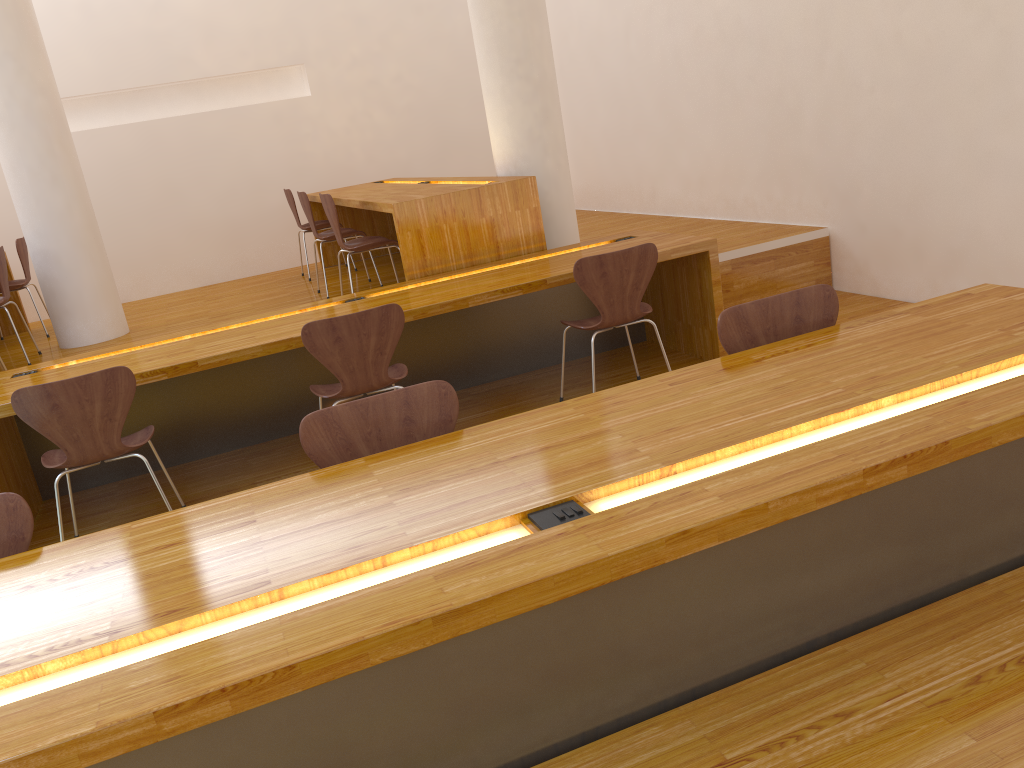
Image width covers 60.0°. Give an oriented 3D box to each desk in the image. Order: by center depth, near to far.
[{"bbox_3d":[0.160,0.680,1.603,3.236,0.918,1.285,-15,17,-17],"label":"desk"},{"bbox_3d":[-0.611,-0.069,4.035,3.185,0.606,0.760,-15,17,-17],"label":"desk"},{"bbox_3d":[-3.849,-0.251,4.904,1.527,0.785,3.243,-15,17,-17],"label":"desk"},{"bbox_3d":[-0.733,-1.015,5.953,0.760,0.606,3.185,-15,17,-17],"label":"desk"}]

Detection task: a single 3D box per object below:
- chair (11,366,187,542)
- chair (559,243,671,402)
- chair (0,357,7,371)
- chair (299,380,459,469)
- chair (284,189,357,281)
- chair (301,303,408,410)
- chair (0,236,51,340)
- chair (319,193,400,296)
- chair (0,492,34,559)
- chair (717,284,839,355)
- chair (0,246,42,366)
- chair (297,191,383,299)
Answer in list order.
[{"bbox_3d":[-1.493,0.268,3.243,0.428,0.693,0.381,-15,17,-17],"label":"chair"},{"bbox_3d":[0.423,-0.258,3.893,0.428,0.693,0.381,-15,17,-17],"label":"chair"},{"bbox_3d":[-2.764,-0.221,4.326,0.381,0.693,0.428,-15,17,-17],"label":"chair"},{"bbox_3d":[-0.210,0.392,2.065,0.428,0.693,0.381,-15,17,-17],"label":"chair"},{"bbox_3d":[-1.494,-1.195,6.873,0.381,0.693,0.428,-15,17,-17],"label":"chair"},{"bbox_3d":[-0.597,0.027,3.529,0.428,0.693,0.381,-15,17,-17],"label":"chair"},{"bbox_3d":[-3.526,-0.650,6.225,0.381,0.693,0.428,-15,17,-17],"label":"chair"},{"bbox_3d":[-0.803,-0.748,4.951,0.381,0.693,0.428,-15,17,-17],"label":"chair"},{"bbox_3d":[-1.107,0.633,1.779,0.428,0.693,0.381,-15,17,-17],"label":"chair"},{"bbox_3d":[0.836,0.123,2.359,0.428,0.693,0.381,-15,17,-17],"label":"chair"},{"bbox_3d":[-3.102,-0.425,5.213,0.381,0.693,0.428,-15,17,-17],"label":"chair"},{"bbox_3d":[-1.141,-0.951,5.839,0.381,0.693,0.428,-15,17,-17],"label":"chair"}]
